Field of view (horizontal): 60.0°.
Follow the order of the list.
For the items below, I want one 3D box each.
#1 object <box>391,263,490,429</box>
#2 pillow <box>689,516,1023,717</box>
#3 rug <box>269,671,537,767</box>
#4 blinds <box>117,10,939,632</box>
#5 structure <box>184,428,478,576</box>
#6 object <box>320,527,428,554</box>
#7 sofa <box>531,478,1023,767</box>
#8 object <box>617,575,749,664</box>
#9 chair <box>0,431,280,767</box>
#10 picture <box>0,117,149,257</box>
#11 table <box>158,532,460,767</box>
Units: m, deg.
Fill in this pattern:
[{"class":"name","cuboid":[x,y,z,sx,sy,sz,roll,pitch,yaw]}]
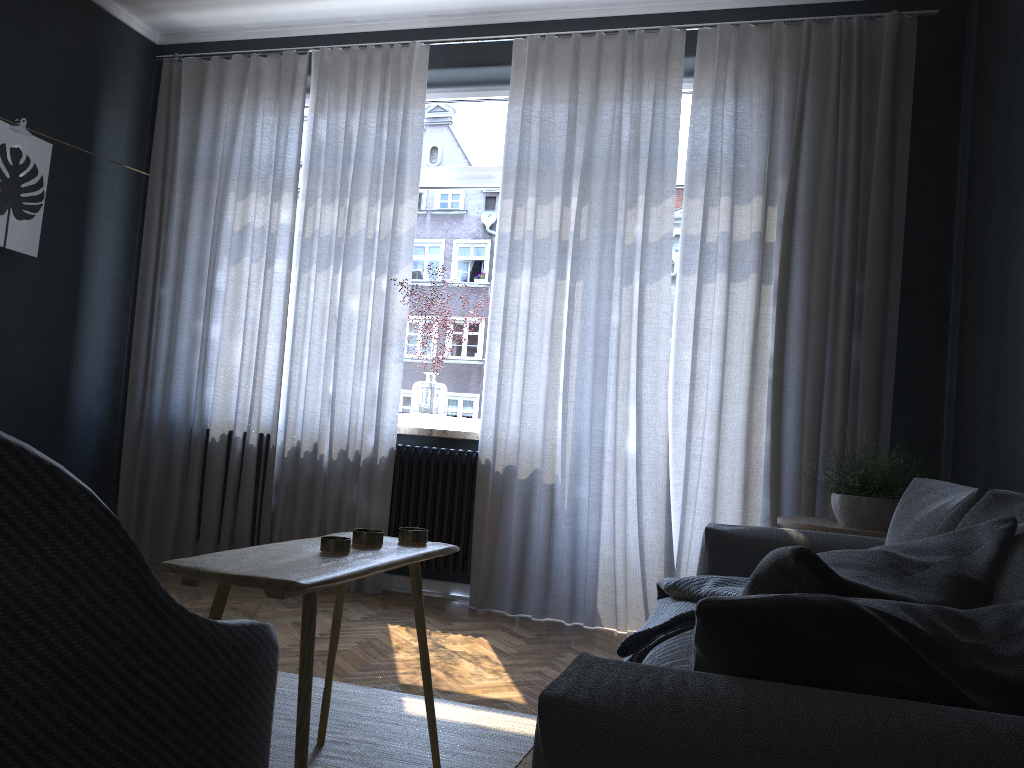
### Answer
[{"class":"object","cuboid":[-0.393,-0.178,4.530,0.514,0.809,0.599,5,-3,-9]},{"class":"pillow","cuboid":[0.496,0.354,1.209,0.442,0.361,0.798,2,-4,35]},{"class":"rug","cuboid":[-0.635,0.881,1.803,1.003,0.013,2.013,3,-4,17]},{"class":"blinds","cuboid":[-0.168,-0.327,4.380,3.991,2.787,0.313,4,-3,17]},{"class":"structure","cuboid":[-0.888,0.588,4.597,1.846,0.600,0.216,3,-3,17]},{"class":"object","cuboid":[-0.323,0.355,2.029,0.103,0.033,0.369,3,-4,27]},{"class":"sofa","cuboid":[0.711,0.586,1.780,0.970,0.797,2.343,4,-4,16]},{"class":"object","cuboid":[0.582,0.639,2.420,0.490,0.329,0.667,3,-4,22]},{"class":"chair","cuboid":[-0.612,0.424,0.994,0.645,0.810,0.495,5,-3,-5]},{"class":"picture","cuboid":[-2.697,-1.003,2.971,0.058,0.770,4.462,4,-4,17]},{"class":"table","cuboid":[-0.410,0.630,1.894,0.339,0.549,0.788,4,-3,17]}]
